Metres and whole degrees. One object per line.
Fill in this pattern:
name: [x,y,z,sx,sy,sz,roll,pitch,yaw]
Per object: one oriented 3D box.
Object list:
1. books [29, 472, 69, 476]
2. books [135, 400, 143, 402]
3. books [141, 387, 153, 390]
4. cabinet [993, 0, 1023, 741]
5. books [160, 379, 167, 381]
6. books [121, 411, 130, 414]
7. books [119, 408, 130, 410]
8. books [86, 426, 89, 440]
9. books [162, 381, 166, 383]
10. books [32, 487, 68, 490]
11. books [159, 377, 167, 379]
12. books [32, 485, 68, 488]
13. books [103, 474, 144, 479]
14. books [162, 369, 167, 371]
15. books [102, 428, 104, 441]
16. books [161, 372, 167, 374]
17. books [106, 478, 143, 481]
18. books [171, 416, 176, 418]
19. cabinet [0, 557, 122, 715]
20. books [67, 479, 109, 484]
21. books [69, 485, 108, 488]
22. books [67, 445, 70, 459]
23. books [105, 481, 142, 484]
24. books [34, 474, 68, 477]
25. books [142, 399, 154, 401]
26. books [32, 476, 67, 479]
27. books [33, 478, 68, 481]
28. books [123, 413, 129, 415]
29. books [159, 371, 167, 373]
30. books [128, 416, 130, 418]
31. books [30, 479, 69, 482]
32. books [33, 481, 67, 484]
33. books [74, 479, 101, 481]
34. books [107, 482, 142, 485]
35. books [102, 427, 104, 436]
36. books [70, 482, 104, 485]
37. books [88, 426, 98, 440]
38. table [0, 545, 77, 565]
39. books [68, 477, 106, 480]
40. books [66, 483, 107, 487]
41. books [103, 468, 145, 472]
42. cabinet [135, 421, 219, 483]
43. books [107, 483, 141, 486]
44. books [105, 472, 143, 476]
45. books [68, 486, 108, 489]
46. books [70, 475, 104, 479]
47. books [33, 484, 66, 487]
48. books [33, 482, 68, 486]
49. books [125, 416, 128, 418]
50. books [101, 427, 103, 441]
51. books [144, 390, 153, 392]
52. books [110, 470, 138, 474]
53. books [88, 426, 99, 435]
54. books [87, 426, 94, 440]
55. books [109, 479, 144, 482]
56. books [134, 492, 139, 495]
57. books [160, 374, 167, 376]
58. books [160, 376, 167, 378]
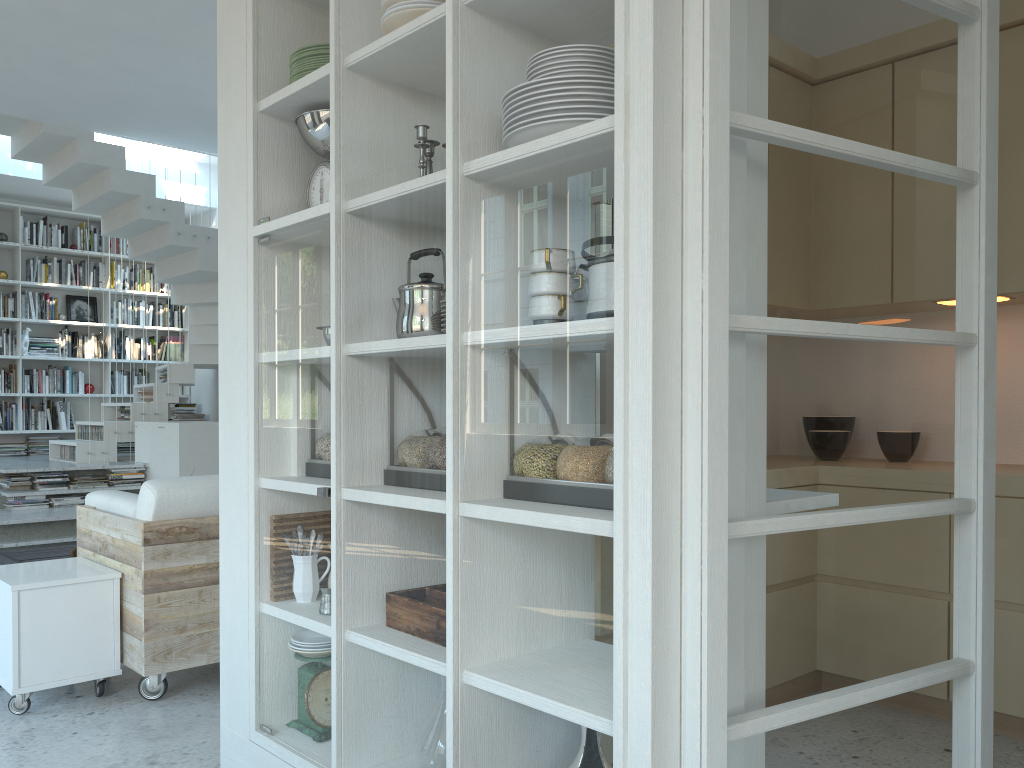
books: [-3.762,0.508,7.182,0.261,0.016,0.128,0,0,-43]
books: [-3.569,-0.095,8.750,0.190,0.018,0.287,0,0,-43]
books: [-3.324,-0.207,8.280,0.234,0.025,0.157,0,0,-5]
cabinet: [2.045,-0.163,1.999,1.968,2.568,4.424,0,0,-42]
books: [-3.297,-0.301,8.584,0.182,0.013,0.287,0,0,-28]
books: [-3.710,0.013,8.644,0.181,0.022,0.140,0,0,41]
books: [-3.714,-0.019,8.641,0.160,0.012,0.195,0,0,-45]
books: [-3.900,0.206,8.249,0.125,0.125,0.012,0,-1,-42]
books: [-3.400,-0.288,8.866,0.149,0.014,0.228,0,0,-30]
books: [-3.745,0.624,7.162,0.216,0.015,0.177,0,0,-44]
books: [-3.297,-0.315,8.584,0.191,0.014,0.243,0,0,-29]
books: [-3.754,0.610,7.172,0.227,0.013,0.148,0,0,-44]
books: [-3.317,0.557,7.552,0.284,0.030,0.177,0,0,-41]
books: [-3.406,-0.402,8.865,0.165,0.014,0.235,0,0,-25]
books: [-3.588,0.209,7.905,0.125,0.123,0.035,0,-1,-42]
books: [-3.287,-0.367,8.592,0.174,0.009,0.240,0,0,-33]
books: [-3.323,0.579,7.559,0.268,0.014,0.160,0,0,-43]
books: [-3.549,0.064,9.551,0.144,0.015,0.206,0,0,45]
cabinet: [-1.812,0.865,3.445,0.380,0.487,0.502,0,-1,-42]
books: [-3.529,0.582,7.341,0.187,0.014,0.273,0,0,43]
books: [-3.536,0.621,7.348,0.287,0.005,0.165,0,0,-37]
books: [-4.048,0.380,8.190,0.125,0.125,0.008,0,-1,-42]
books: [-3.327,0.602,7.562,0.132,0.016,0.262,0,0,43]
books: [-3.748,0.521,7.167,0.159,0.009,0.228,0,0,44]
books: [-3.325,-0.103,8.284,0.215,0.013,0.189,0,0,-10]
books: [-3.754,0.534,7.173,0.220,0.018,0.154,0,0,-41]
books: [-3.737,0.551,7.154,0.230,0.015,0.190,0,0,-37]
books: [-3.705,0.029,8.649,0.132,0.010,0.198,0,0,-38]
books: [-3.294,-0.378,8.587,0.191,0.013,0.243,0,0,-31]
books: [-3.455,0.058,8.204,0.172,0.019,0.240,0,0,-17]
books: [-3.751,0.563,7.169,0.260,0.009,0.153,0,0,-39]
books: [-3.749,0.573,7.167,0.210,0.012,0.168,0,0,-41]
books: [-3.544,0.570,7.357,0.179,0.010,0.160,0,0,-40]
books: [-3.323,0.615,7.557,0.152,0.009,0.259,0,0,45]
books: [-3.598,0.208,7.917,0.125,0.123,0.034,0,-1,-42]
books: [-3.539,0.597,7.352,0.214,0.015,0.177,0,0,-41]
books: [-3.866,0.206,8.212,0.125,0.125,0.014,0,-1,-42]
table: [-2.444,1.001,5.628,1.269,0.218,1.257,0,0,-42]
books: [-3.540,0.559,7.354,0.245,0.013,0.172,0,0,-43]
books: [-3.549,0.612,7.363,0.133,0.014,0.293,0,0,45]
books: [-3.310,0.500,7.545,0.181,0.013,0.285,0,0,43]
cabinet: [-2.820,0.428,7.620,0.551,0.668,0.992,0,0,-42]
books: [-3.316,0.624,7.550,0.220,0.011,0.177,0,0,-44]
books: [-3.312,0.536,7.547,0.261,0.012,0.179,0,0,-38]
books: [-3.536,0.628,7.348,0.291,0.007,0.174,0,0,-39]
books: [-3.536,0.547,7.349,0.173,0.011,0.203,0,0,43]
books: [-3.758,0.598,7.177,0.131,0.012,0.207,0,0,44]
books: [-3.742,0.586,7.159,0.215,0.013,0.189,0,0,-43]
books: [-3.572,0.058,8.467,0.207,0.016,0.175,0,0,42]
books: [-3.609,0.209,7.929,0.125,0.123,0.035,0,-1,-42]
books: [-3.325,-0.182,8.286,0.184,0.016,0.179,0,0,-14]
books: [-3.317,0.518,7.552,0.192,0.024,0.167,0,0,-37]
books: [-3.859,0.206,8.204,0.125,0.125,0.010,0,-1,-42]
books: [-3.880,0.206,8.228,0.125,0.125,0.007,0,-1,-42]
books: [-3.310,0.591,7.543,0.281,0.008,0.181,0,0,-37]
books: [-3.214,0.705,7.513,0.215,0.007,0.130,0,0,-40]
books: [-3.290,-0.348,8.589,0.176,0.007,0.254,0,0,-34]
books: [-3.291,-0.326,8.589,0.187,0.009,0.261,0,0,-32]
